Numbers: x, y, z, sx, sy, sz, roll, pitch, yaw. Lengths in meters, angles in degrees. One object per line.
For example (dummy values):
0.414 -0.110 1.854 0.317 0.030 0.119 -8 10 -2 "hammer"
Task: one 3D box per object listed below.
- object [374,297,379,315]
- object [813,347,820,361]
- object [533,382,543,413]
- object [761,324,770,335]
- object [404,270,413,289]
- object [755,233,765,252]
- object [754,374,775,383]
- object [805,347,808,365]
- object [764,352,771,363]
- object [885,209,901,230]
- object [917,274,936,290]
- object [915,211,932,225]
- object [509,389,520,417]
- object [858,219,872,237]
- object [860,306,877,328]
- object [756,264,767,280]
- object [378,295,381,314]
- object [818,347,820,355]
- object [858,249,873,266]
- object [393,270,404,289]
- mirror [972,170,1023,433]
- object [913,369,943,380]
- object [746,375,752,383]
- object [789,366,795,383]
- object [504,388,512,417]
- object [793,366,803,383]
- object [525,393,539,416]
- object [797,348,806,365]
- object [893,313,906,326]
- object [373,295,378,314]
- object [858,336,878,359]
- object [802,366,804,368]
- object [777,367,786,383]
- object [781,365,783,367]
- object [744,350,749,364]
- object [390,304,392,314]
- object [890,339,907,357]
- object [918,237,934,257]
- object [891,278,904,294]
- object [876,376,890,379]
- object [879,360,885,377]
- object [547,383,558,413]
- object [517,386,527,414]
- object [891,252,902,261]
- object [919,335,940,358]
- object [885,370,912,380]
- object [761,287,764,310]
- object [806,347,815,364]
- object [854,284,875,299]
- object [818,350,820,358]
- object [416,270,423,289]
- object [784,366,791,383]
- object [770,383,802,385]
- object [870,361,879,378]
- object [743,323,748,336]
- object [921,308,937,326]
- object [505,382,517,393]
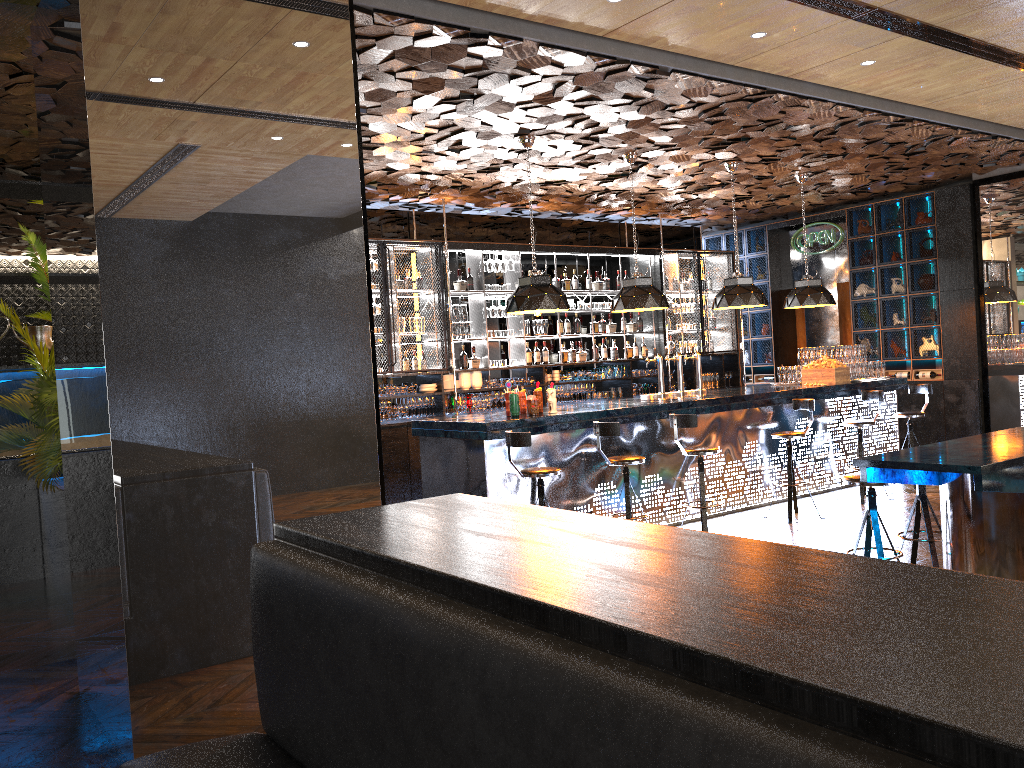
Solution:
-1.558 -0.895 10.111 0.081 0.213 0.081 -4 2 -30 "object"
3.631 -0.338 10.633 0.105 0.209 0.105 -4 1 -11 "object"
0.227 0.119 7.778 0.080 0.277 0.091 -4 1 -3 "object"
4.068 -0.847 13.977 0.278 0.222 0.138 -4 1 -6 "object"
-1.204 -1.203 10.292 0.072 0.246 0.073 -2 2 39 "object"
3.902 -2.212 13.909 0.116 0.358 0.198 -4 2 -36 "object"
4.001 -0.085 13.898 0.122 0.132 0.396 -4 2 -36 "object"
3.572 -0.337 10.735 0.105 0.209 0.105 -4 1 -11 "object"
4.052 -0.410 13.951 0.107 0.209 0.233 -4 1 -19 "object"
5.241 -2.238 12.112 0.152 0.332 0.289 -5 2 -43 "object"
5.533 -1.339 11.782 0.265 0.239 0.266 -3 2 33 "object"
5.486 -2.189 11.759 0.138 0.222 0.278 -4 2 -35 "object"
0.022 0.160 7.460 0.086 0.237 0.084 -4 1 -17 "object"
4.989 -2.191 12.447 0.253 0.249 0.126 -3 1 24 "object"
5.043 -0.950 12.495 0.167 0.356 0.255 -4 2 -31 "object"
3.945 -1.744 13.894 0.097 0.290 0.290 -5 2 -37 "object"
-1.474 -0.898 9.994 0.081 0.213 0.081 -4 2 -30 "object"
3.796 -0.355 10.907 0.105 0.209 0.105 -4 1 -11 "object"
4.988 -1.758 12.471 0.126 0.249 0.253 -5 2 -36 "object"
-1.316 -1.192 10.213 0.108 0.244 0.108 -2 2 43 "object"
6.248 -0.795 10.702 0.026 3.551 1.194 -4 2 -36 "mirror"
5.535 -0.130 11.741 0.123 0.132 0.396 -4 2 -35 "object"
3.758 -0.079 14.248 0.123 0.132 0.396 -4 2 -36 "object"
3.338 -0.106 10.506 0.105 0.209 0.105 -4 1 -11 "object"
-0.018 0.154 7.609 0.078 0.246 0.084 -5 2 -37 "object"
3.353 -0.104 10.383 0.105 0.209 0.105 -3 2 29 "object"
0.172 0.171 7.564 0.110 0.191 0.131 -4 1 -24 "object"
3.484 -0.330 10.665 0.105 0.209 0.105 -4 1 -11 "object"
5.315 -0.876 12.165 0.096 0.210 0.183 -4 2 -33 "object"
-1.544 -0.892 9.943 0.081 0.213 0.081 -4 2 -30 "object"
5.064 -0.509 12.506 0.175 0.351 0.369 -4 2 -31 "object"
3.447 -0.111 10.437 0.105 0.209 0.105 -3 2 29 "object"
3.217 -0.100 10.567 0.105 0.209 0.105 -4 1 -11 "object"
4.186 -0.161 13.720 0.080 0.279 0.080 -3 1 13 "object"
3.831 -0.425 14.346 0.126 0.249 0.253 -3 2 29 "object"
-1.401 -0.903 10.046 0.081 0.213 0.081 -4 2 -30 "object"
5.289 -0.477 12.141 0.208 0.280 0.131 -3 2 36 "object"
5.513 -1.796 11.764 0.114 0.290 0.249 -4 2 -36 "object"
5.320 -1.333 12.123 0.253 0.249 0.126 -3 1 24 "object"
4.281 -0.073 10.661 0.273 0.019 0.437 -4 2 -36 "object"
4.409 -0.174 10.602 0.105 0.209 0.105 -3 2 29 "object"
0.345 0.120 7.706 0.081 0.264 0.099 -4 1 -15 "object"
0.091 0.138 7.821 0.080 0.254 0.091 -4 2 -34 "object"
5.274 -1.729 12.142 0.210 0.168 0.105 -5 2 -36 "object"
5.594 -0.500 11.791 0.164 0.303 0.341 -4 2 -31 "object"
5.284 -0.121 12.092 0.122 0.132 0.396 -4 2 -36 "object"
3.982 -1.347 13.945 0.198 0.358 0.116 -3 1 24 "object"
3.560 -0.332 10.576 0.105 0.209 0.105 -4 1 -11 "object"
5.024 -1.310 12.475 0.403 0.221 0.192 -3 1 24 "object"
3.708 -0.348 10.837 0.105 0.209 0.105 -4 1 -11 "object"
-1.086 -1.212 10.377 0.073 0.246 0.072 -4 1 -21 "object"
3.306 -0.107 10.640 0.105 0.209 0.105 -4 1 -11 "object"
3.319 -0.009 10.496 0.273 0.019 0.437 -4 2 -36 "object"
4.315 -0.167 10.548 0.105 0.209 0.105 -3 2 29 "object"
3.798 -0.873 14.298 0.290 0.290 0.097 -3 1 3 "object"
5.552 -0.891 11.808 0.212 0.220 0.119 -2 2 38 "object"
0.003 0.124 7.725 0.116 0.298 0.105 -4 1 -5 "object"
